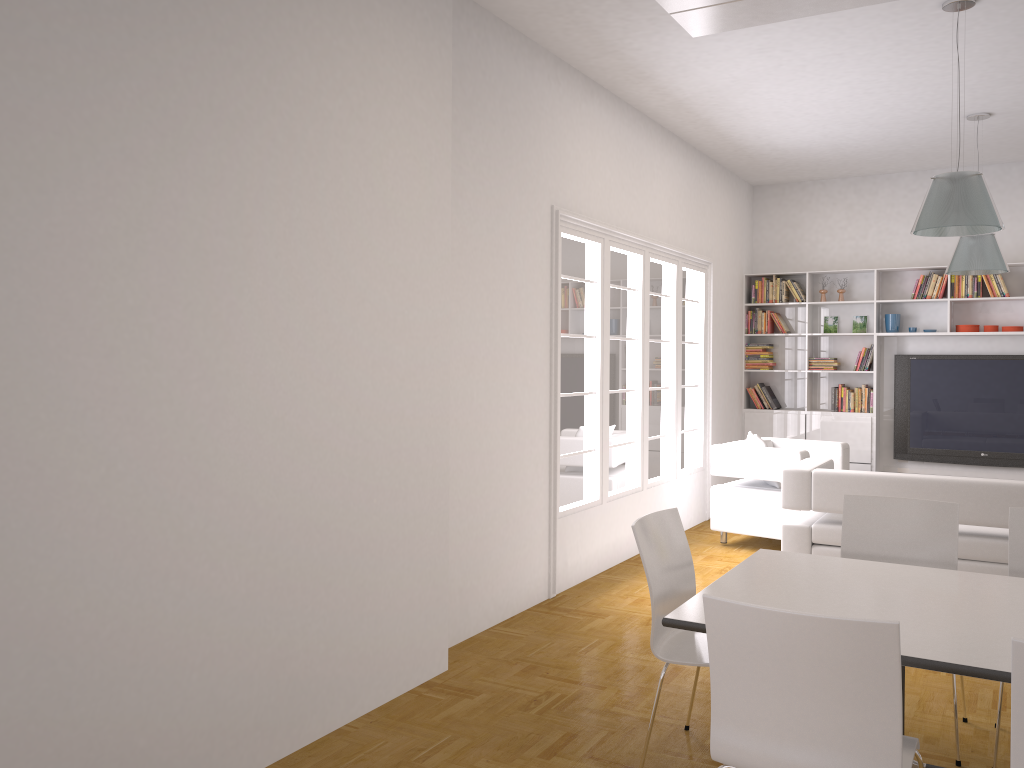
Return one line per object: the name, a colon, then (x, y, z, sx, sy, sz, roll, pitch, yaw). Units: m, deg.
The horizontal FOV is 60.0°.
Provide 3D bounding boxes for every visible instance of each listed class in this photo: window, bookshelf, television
window: (1.028, 0.081, 7.177, 0.195, 2.527, 3.351, 1, 1, 30)
bookshelf: (4.923, 0.098, 8.455, 5.365, 2.479, 0.389, 1, 1, 30)
television: (4.645, 0.258, 8.690, 1.660, 1.087, 0.082, 1, 1, 30)

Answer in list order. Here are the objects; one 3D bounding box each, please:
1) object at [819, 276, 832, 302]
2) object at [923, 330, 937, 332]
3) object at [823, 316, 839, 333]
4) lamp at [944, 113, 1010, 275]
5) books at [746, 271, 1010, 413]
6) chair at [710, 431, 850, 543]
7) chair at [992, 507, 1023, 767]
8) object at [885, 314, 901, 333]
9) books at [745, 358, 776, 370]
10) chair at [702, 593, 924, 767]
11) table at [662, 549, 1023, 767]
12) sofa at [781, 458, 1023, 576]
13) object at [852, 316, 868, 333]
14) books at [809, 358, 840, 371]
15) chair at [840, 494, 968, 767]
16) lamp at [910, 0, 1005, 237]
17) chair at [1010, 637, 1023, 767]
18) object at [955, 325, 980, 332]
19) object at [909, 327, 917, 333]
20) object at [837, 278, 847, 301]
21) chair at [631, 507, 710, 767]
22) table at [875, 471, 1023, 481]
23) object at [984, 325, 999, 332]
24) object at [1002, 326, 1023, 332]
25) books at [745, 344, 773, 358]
object: (3.318, -0.997, 9.371, 0.120, 0.279, 0.179, 1, 1, 35)
object: (4.168, -0.525, 8.842, 0.124, 0.032, 0.123, 1, 2, 15)
object: (3.390, -0.627, 9.427, 0.144, 0.190, 0.052, 1, 1, 30)
lamp: (3.703, -1.510, 7.050, 0.464, 1.249, 0.464, 1, 1, 29)
books: (4.265, -0.416, 8.792, 3.862, 1.455, 0.235, 1, 1, 30)
chair: (2.302, 0.865, 7.551, 0.801, 0.911, 1.096, 1, 1, 40)
chair: (2.180, 0.994, 3.419, 0.561, 0.931, 0.575, 1, 1, 30)
object: (3.869, -0.612, 9.014, 0.147, 0.192, 0.147, 1, 1, 19)
books: (2.720, -0.213, 9.696, 0.284, 0.153, 0.207, 1, 1, 30)
chair: (0.820, 1.012, 2.405, 0.561, 0.931, 0.575, 1, 1, 30)
table: (1.817, 1.110, 2.729, 2.411, 0.722, 1.211, 1, 1, 30)
sofa: (3.060, 0.974, 5.380, 2.623, 0.848, 0.822, 1, 1, 30)
object: (3.641, -0.621, 9.283, 0.144, 0.190, 0.052, 1, 1, 30)
books: (3.301, -0.200, 9.363, 0.284, 0.153, 0.207, 1, 1, 30)
chair: (1.607, 0.981, 3.748, 0.561, 0.931, 0.575, 1, 1, 30)
lamp: (2.436, -1.459, 4.845, 0.464, 1.249, 0.464, 1, 1, 29)
chair: (1.428, 1.026, 2.055, 0.561, 0.931, 0.575, 1, 1, 30)
object: (4.463, -0.540, 8.687, 0.210, 0.073, 0.211, 1, 1, 5)
object: (4.032, -0.540, 8.920, 0.078, 0.056, 0.078, 0, 1, -35)
object: (3.430, -0.986, 9.326, 0.119, 0.260, 0.179, 0, 1, -40)
chair: (0.767, 0.986, 3.352, 0.575, 0.931, 0.561, 1, 1, 30)
table: (4.422, 1.122, 8.290, 1.973, 0.435, 0.437, 1, 1, 30)
object: (4.639, -0.529, 8.585, 0.128, 0.073, 0.129, 1, 1, 26)
object: (4.786, -0.522, 8.479, 0.182, 0.054, 0.183, 1, 2, 26)
books: (2.708, -0.362, 9.703, 0.252, 0.153, 0.207, 1, 1, 30)
